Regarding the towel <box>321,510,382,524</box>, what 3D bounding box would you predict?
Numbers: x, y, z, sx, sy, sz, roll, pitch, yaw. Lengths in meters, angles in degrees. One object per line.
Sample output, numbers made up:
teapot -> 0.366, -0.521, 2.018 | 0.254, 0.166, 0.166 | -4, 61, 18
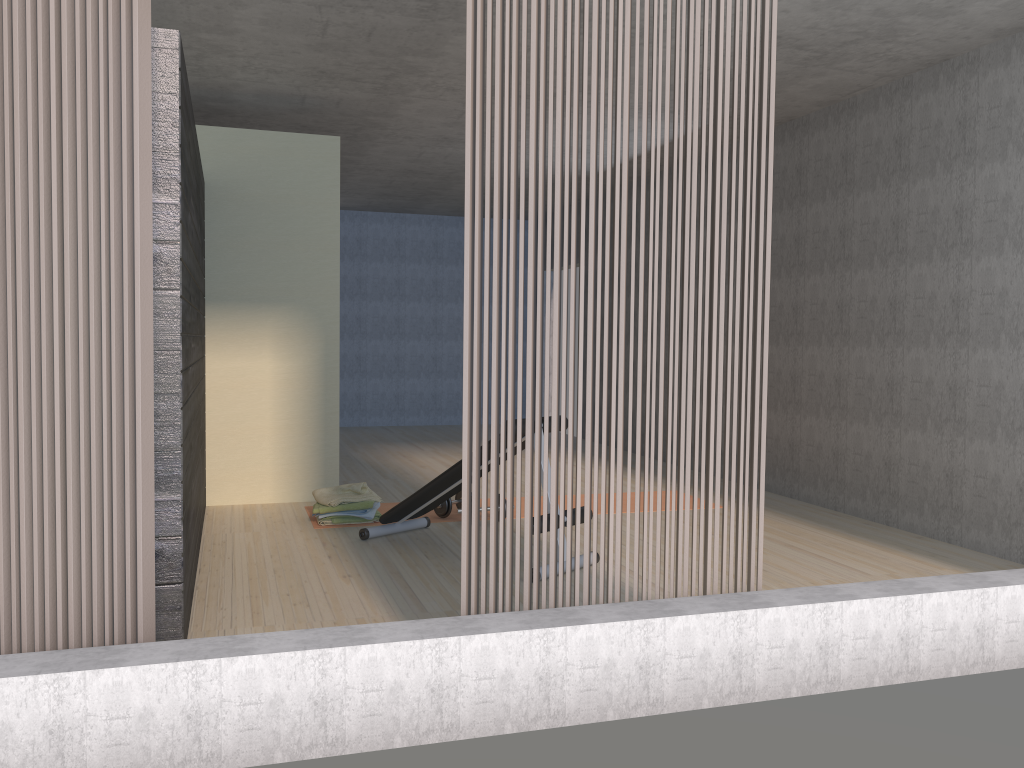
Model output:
towel -> -1.019, 0.801, 5.548 | 0.380, 0.081, 0.367 | 0, 3, -20

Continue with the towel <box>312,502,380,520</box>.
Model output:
towel -> -1.028, 0.777, 5.524 | 0.383, 0.078, 0.383 | 1, 3, -1

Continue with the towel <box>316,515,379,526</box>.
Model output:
towel -> -1.040, 0.824, 5.551 | 0.376, 0.044, 0.371 | 0, 3, -19

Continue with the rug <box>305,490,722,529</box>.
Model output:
rug -> 0.041, 0.836, 6.028 | 2.779, 0.002, 0.716 | 0, 3, -18

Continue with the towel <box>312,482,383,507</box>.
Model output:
towel -> -1.032, 0.686, 5.528 | 0.384, 0.123, 0.373 | -1, 3, -34

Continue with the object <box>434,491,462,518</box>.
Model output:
object -> -0.373, 0.756, 5.663 | 0.176, 0.176, 0.385 | 3, 4, 44

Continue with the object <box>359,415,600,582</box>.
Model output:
object -> -0.205, 0.522, 4.721 | 1.312, 0.746, 0.505 | 3, 4, 42

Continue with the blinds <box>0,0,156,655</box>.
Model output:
blinds -> -1.556, -0.378, 2.339 | 1.133, 2.744, 0.069 | 0, 3, -18

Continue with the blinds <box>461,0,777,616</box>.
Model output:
blinds -> 0.382, -0.384, 2.956 | 1.133, 2.744, 0.069 | 0, 3, -18

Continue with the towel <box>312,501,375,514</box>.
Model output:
towel -> -1.048, 0.741, 5.507 | 0.376, 0.085, 0.371 | 0, 3, -13

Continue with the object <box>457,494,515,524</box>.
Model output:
object -> -0.161, 0.776, 5.502 | 0.385, 0.176, 0.176 | -1, 3, -26
